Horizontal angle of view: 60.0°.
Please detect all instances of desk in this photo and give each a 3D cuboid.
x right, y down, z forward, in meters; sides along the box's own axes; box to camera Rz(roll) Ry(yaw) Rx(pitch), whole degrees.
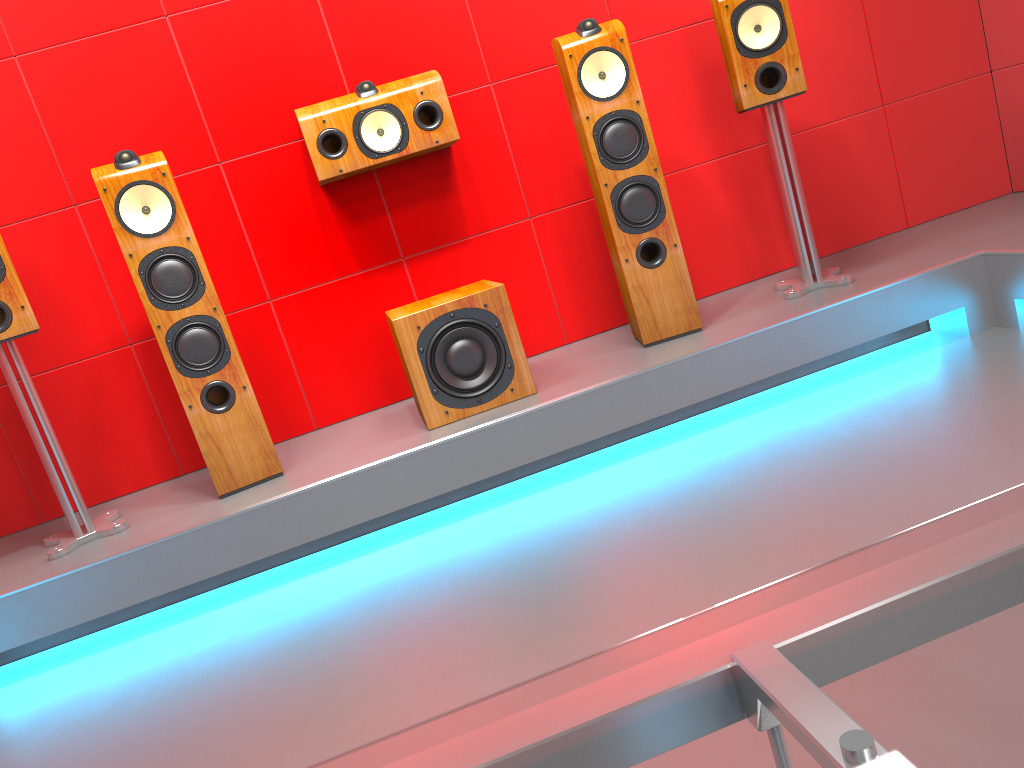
[{"bbox_3d":[0.214,0.463,0.165,1.617,0.690,0.594,-19,12,-8],"label":"desk"}]

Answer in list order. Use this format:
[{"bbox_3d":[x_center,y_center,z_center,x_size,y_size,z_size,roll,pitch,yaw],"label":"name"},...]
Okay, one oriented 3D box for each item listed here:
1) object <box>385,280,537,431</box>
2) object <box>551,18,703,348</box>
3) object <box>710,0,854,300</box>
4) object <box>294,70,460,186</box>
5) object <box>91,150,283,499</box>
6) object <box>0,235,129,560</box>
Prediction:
[{"bbox_3d":[-0.174,-0.107,2.885,0.360,0.360,0.360,-19,12,-8],"label":"object"},{"bbox_3d":[0.381,-0.661,2.937,0.203,1.052,0.238,-17,12,2],"label":"object"},{"bbox_3d":[0.899,-0.837,2.992,0.231,1.058,0.265,-15,12,12],"label":"object"},{"bbox_3d":[-0.466,-0.890,3.037,0.493,0.271,0.235,-19,12,-8],"label":"object"},{"bbox_3d":[-0.986,-0.185,2.710,0.203,1.052,0.238,-21,12,-18],"label":"object"},{"bbox_3d":[-1.470,-0.021,2.637,0.231,1.058,0.265,-24,13,-28],"label":"object"}]
